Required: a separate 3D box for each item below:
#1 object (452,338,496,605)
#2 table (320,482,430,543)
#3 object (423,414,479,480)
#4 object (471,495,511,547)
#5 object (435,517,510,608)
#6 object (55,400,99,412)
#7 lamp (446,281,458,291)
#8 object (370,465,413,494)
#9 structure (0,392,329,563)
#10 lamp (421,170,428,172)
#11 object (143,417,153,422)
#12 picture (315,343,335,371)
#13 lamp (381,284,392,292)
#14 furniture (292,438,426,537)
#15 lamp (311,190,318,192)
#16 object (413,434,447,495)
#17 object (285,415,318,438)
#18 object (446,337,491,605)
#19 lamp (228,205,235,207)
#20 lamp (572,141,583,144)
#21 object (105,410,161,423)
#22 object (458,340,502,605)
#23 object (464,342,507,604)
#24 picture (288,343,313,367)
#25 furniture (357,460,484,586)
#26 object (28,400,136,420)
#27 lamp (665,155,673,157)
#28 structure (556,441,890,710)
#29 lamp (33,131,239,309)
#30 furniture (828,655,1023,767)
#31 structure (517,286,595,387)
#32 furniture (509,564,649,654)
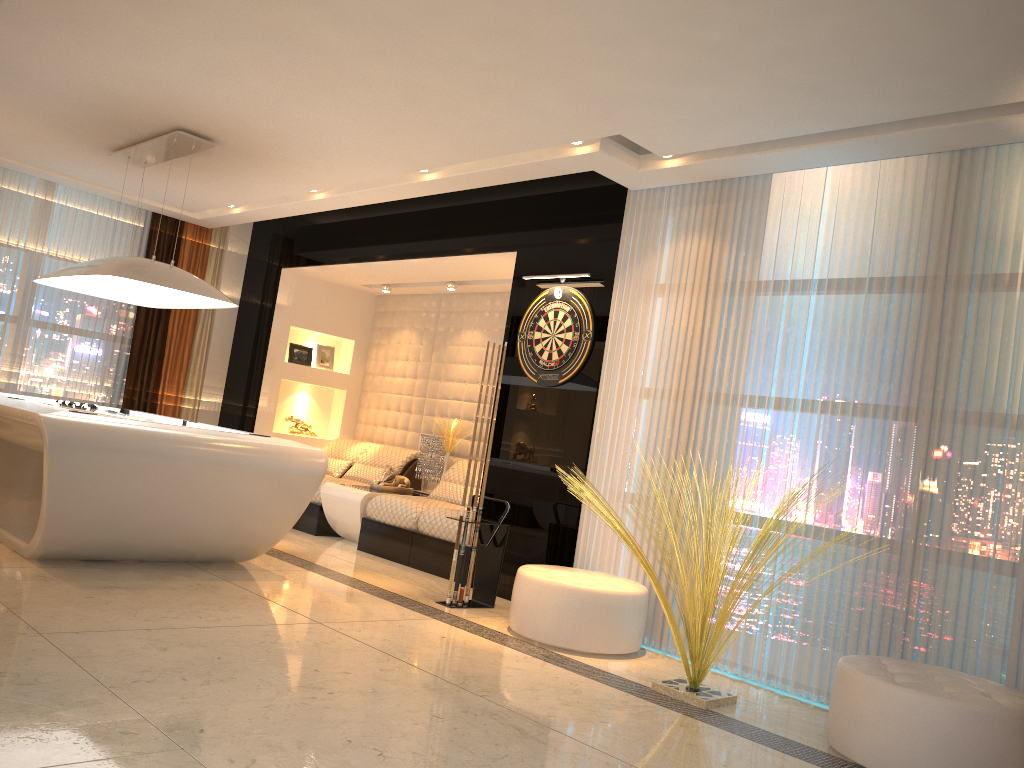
[{"bbox_3d":[-0.223,0.517,5.308,0.027,1.605,0.026,9,-4,-6],"label":"object"},{"bbox_3d":[-1.012,1.143,7.551,0.608,0.457,1.143,5,-6,45],"label":"table"},{"bbox_3d":[-0.553,0.631,7.654,0.390,0.718,0.388,6,-5,37],"label":"object"},{"bbox_3d":[-0.150,0.842,5.406,0.330,0.297,0.032,5,-6,45],"label":"object"},{"bbox_3d":[-0.253,1.072,5.322,0.261,0.508,0.325,5,-6,45],"label":"object"},{"bbox_3d":[-3.039,0.165,6.297,0.299,0.057,0.265,7,-4,20],"label":"object"},{"bbox_3d":[-0.532,-0.894,7.868,0.107,0.127,0.107,7,-5,27],"label":"lamp"},{"bbox_3d":[-1.008,0.802,7.537,0.155,0.217,0.344,5,-6,45],"label":"object"},{"bbox_3d":[-2.729,0.573,5.834,2.912,0.812,1.659,5,-6,45],"label":"structure"},{"bbox_3d":[-0.579,-1.450,5.784,0.107,0.127,0.107,7,-5,27],"label":"lamp"},{"bbox_3d":[-2.218,0.227,5.406,0.057,0.057,0.057,8,-4,15],"label":"object"},{"bbox_3d":[-1.891,-0.264,8.955,0.094,0.262,0.211,5,-6,45],"label":"picture"},{"bbox_3d":[-1.209,-0.948,8.558,0.107,0.127,0.107,7,-5,27],"label":"lamp"},{"bbox_3d":[-1.648,0.914,8.246,1.312,0.810,1.107,5,-6,45],"label":"furniture"},{"bbox_3d":[-1.509,-1.524,6.733,0.107,0.127,0.107,7,-5,27],"label":"lamp"},{"bbox_3d":[-0.731,0.714,7.888,0.247,0.522,0.124,5,-6,45],"label":"object"},{"bbox_3d":[-2.100,0.428,8.873,0.409,0.202,0.124,12,-5,-41],"label":"object"},{"bbox_3d":[-0.257,0.510,5.274,0.027,1.605,0.026,9,-4,-6],"label":"object"},{"bbox_3d":[-2.437,-1.598,7.679,0.107,0.127,0.107,7,-5,27],"label":"lamp"},{"bbox_3d":[0.353,-1.375,4.838,0.107,0.127,0.107,11,-4,-26],"label":"lamp"},{"bbox_3d":[-2.549,0.239,6.077,0.028,0.026,1.605,12,-5,-39],"label":"object"},{"bbox_3d":[-0.190,0.526,5.341,0.027,1.605,0.026,9,-4,-6],"label":"object"},{"bbox_3d":[-0.157,0.534,5.374,0.027,1.605,0.026,9,-4,-6],"label":"object"},{"bbox_3d":[-2.094,-0.282,8.756,0.264,0.209,0.090,13,-6,-44],"label":"picture"},{"bbox_3d":[-0.315,1.021,6.887,1.312,0.810,1.107,5,-6,45],"label":"furniture"},{"bbox_3d":[-2.813,0.179,5.806,1.605,0.026,0.028,7,-4,26],"label":"object"},{"bbox_3d":[0.843,-1.301,4.828,0.107,0.127,0.107,11,-4,-26],"label":"lamp"},{"bbox_3d":[0.783,0.805,3.882,1.275,1.142,1.282,9,-4,2],"label":"structure"},{"bbox_3d":[-2.464,-1.094,5.967,0.939,0.995,1.578,13,-6,-44],"label":"lamp"},{"bbox_3d":[1.608,1.294,3.402,0.735,0.357,0.735,7,-4,18],"label":"furniture"},{"bbox_3d":[0.276,-0.312,5.772,0.669,0.669,0.048,5,-6,45],"label":"structure"},{"bbox_3d":[0.362,1.204,4.802,0.735,0.357,0.735,12,-5,-42],"label":"furniture"}]
